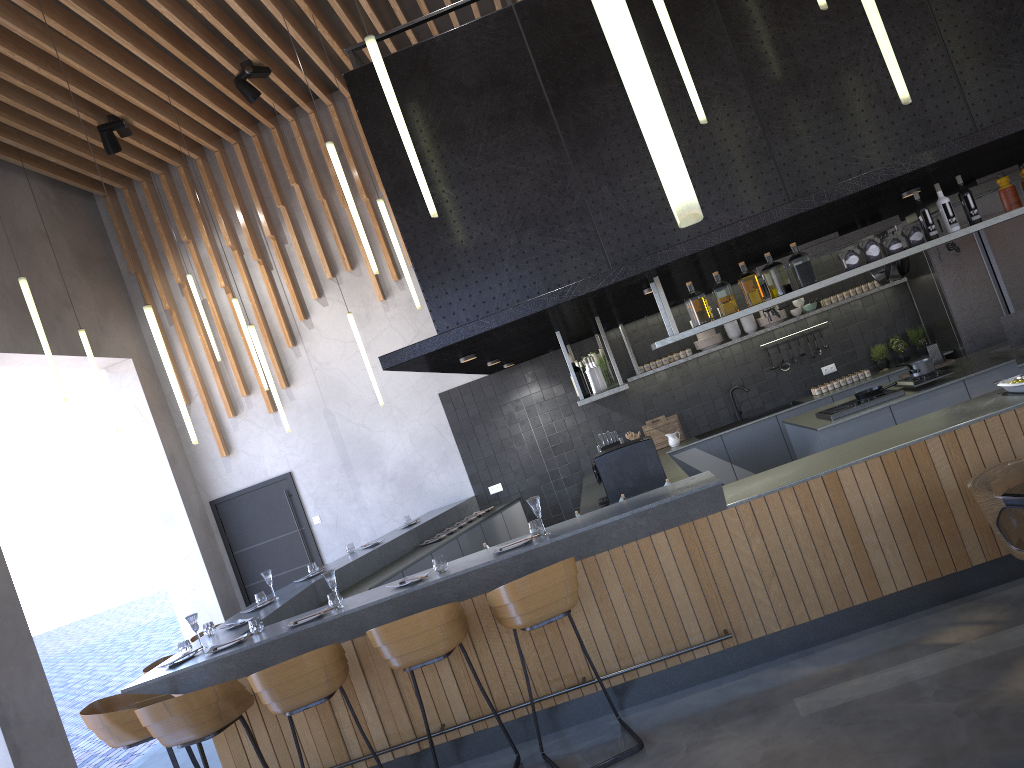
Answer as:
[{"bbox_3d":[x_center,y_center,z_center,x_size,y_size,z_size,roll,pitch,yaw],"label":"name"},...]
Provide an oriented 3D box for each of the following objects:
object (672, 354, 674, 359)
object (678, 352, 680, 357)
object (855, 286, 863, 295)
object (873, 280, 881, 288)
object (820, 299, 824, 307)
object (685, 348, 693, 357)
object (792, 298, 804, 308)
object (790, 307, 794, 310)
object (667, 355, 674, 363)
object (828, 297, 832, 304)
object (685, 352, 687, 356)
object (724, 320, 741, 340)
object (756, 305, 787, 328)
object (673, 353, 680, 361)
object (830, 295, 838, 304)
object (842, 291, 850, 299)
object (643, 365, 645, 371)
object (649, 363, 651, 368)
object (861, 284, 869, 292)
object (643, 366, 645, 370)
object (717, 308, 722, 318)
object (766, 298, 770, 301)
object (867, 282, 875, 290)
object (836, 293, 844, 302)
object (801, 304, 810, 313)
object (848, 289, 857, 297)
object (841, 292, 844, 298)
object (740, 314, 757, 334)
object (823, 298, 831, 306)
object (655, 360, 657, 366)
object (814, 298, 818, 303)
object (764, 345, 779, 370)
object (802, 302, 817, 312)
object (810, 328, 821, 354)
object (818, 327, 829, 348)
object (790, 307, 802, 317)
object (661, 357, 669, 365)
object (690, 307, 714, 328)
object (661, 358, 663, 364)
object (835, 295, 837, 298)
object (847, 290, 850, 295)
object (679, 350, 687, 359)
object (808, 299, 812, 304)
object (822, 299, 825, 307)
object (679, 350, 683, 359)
[{"bbox_3d":[1.754,-0.291,9.506,0.062,0.078,0.062,-20,-2,0],"label":"object"},{"bbox_3d":[1.815,-0.314,9.500,0.062,0.078,0.062,-20,-2,0],"label":"object"},{"bbox_3d":[3.581,-0.968,9.165,0.062,0.078,0.062,-20,-2,10],"label":"object"},{"bbox_3d":[3.765,-1.036,9.148,0.062,0.078,0.062,-20,-2,10],"label":"object"},{"bbox_3d":[3.282,-0.853,9.334,0.062,0.078,0.062,-20,-2,10],"label":"object"},{"bbox_3d":[1.864,-0.336,9.355,0.062,0.078,0.062,-20,-2,0],"label":"object"},{"bbox_3d":[3.012,-0.847,9.304,0.118,0.083,0.118,-20,-2,-7],"label":"object"},{"bbox_3d":[2.944,-0.775,9.260,0.111,0.082,0.019,-19,-2,-45],"label":"object"},{"bbox_3d":[1.686,-0.268,9.440,0.062,0.078,0.062,-20,-2,0],"label":"object"},{"bbox_3d":[3.339,-0.876,9.257,0.062,0.078,0.062,-20,-2,10],"label":"object"},{"bbox_3d":[1.870,-0.336,9.423,0.062,0.078,0.062,-20,-2,0],"label":"object"},{"bbox_3d":[2.328,-0.576,9.361,0.143,0.214,0.149,-21,-2,34],"label":"object"},{"bbox_3d":[2.726,-0.713,9.332,0.304,0.195,0.300,-21,-2,17],"label":"object"},{"bbox_3d":[1.747,-0.290,9.435,0.062,0.078,0.062,-20,-2,0],"label":"object"},{"bbox_3d":[3.333,-0.876,9.189,0.062,0.078,0.062,-20,-2,10],"label":"object"},{"bbox_3d":[3.457,-0.922,9.177,0.062,0.078,0.062,-20,-2,10],"label":"object"},{"bbox_3d":[1.444,-0.177,9.536,0.062,0.078,0.062,-20,-2,0],"label":"object"},{"bbox_3d":[1.500,-0.199,9.458,0.062,0.078,0.062,-20,-2,0],"label":"object"},{"bbox_3d":[3.642,-0.990,9.159,0.062,0.078,0.062,-20,-2,10],"label":"object"},{"bbox_3d":[1.438,-0.176,9.464,0.062,0.078,0.062,-20,-2,0],"label":"object"},{"bbox_3d":[2.271,-0.731,9.365,0.143,0.214,0.149,-21,-2,34],"label":"object"},{"bbox_3d":[2.683,-0.838,9.337,0.204,0.106,0.204,-19,-2,-28],"label":"object"},{"bbox_3d":[3.704,-1.013,9.153,0.062,0.078,0.062,-20,-2,10],"label":"object"},{"bbox_3d":[3.395,-0.899,9.183,0.062,0.078,0.062,-20,-2,10],"label":"object"},{"bbox_3d":[3.096,-0.789,9.334,0.118,0.083,0.118,-21,-2,37],"label":"object"},{"bbox_3d":[3.519,-0.945,9.171,0.062,0.078,0.062,-20,-2,10],"label":"object"},{"bbox_3d":[3.463,-0.922,9.245,0.062,0.078,0.062,-20,-2,10],"label":"object"},{"bbox_3d":[2.495,-0.638,9.345,0.143,0.214,0.149,-21,-2,34],"label":"object"},{"bbox_3d":[3.269,-0.852,9.195,0.062,0.078,0.062,-20,-2,10],"label":"object"},{"bbox_3d":[1.562,-0.222,9.452,0.062,0.078,0.062,-20,-2,0],"label":"object"},{"bbox_3d":[3.122,-0.830,9.168,0.111,0.082,0.019,-20,-2,5],"label":"object"},{"bbox_3d":[2.750,-0.287,9.437,0.103,0.280,0.103,-19,-2,-43],"label":"object"},{"bbox_3d":[3.087,-0.786,9.166,0.146,0.073,0.146,-19,-2,-23],"label":"object"},{"bbox_3d":[3.231,-0.454,9.444,0.032,0.298,0.035,-19,-2,-43],"label":"object"},{"bbox_3d":[3.289,-0.499,9.391,0.074,0.256,0.074,-19,-2,-40],"label":"object"},{"bbox_3d":[2.982,-0.749,9.285,0.118,0.083,0.118,-21,-2,33],"label":"object"},{"bbox_3d":[1.618,-0.245,9.378,0.062,0.078,0.062,-20,-2,0],"label":"object"},{"bbox_3d":[2.023,-0.659,9.411,0.249,0.243,0.248,-20,-2,6],"label":"object"},{"bbox_3d":[1.624,-0.245,9.446,0.062,0.078,0.062,-20,-2,0],"label":"object"},{"bbox_3d":[3.401,-0.899,9.251,0.062,0.078,0.062,-20,-2,10],"label":"object"},{"bbox_3d":[3.526,-0.945,9.239,0.062,0.078,0.062,-20,-2,10],"label":"object"},{"bbox_3d":[1.802,-0.313,9.361,0.062,0.078,0.062,-20,-2,0],"label":"object"},{"bbox_3d":[3.117,-0.837,9.325,0.111,0.082,0.019,-21,-2,15],"label":"object"},{"bbox_3d":[3.275,-0.853,9.263,0.062,0.078,0.062,-20,-2,10],"label":"object"},{"bbox_3d":[1.809,-0.313,9.429,0.062,0.078,0.062,-20,-2,0],"label":"object"}]
